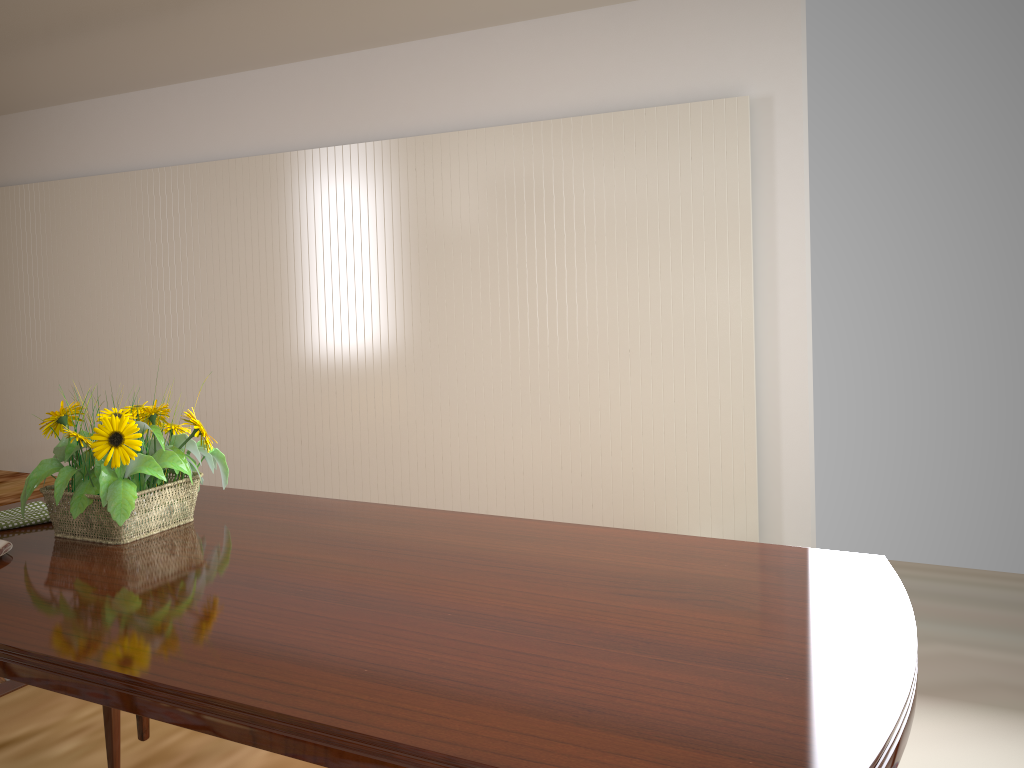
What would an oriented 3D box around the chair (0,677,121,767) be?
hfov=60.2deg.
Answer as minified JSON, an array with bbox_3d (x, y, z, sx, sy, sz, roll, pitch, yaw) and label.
[{"bbox_3d":[-1.041,0.443,1.699,0.459,0.743,0.406,0,3,27],"label":"chair"}]

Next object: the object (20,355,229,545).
[{"bbox_3d":[-0.676,0.122,1.581,0.299,0.336,0.320,0,4,19],"label":"object"}]

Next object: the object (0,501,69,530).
[{"bbox_3d":[-0.988,0.240,1.578,0.166,0.056,0.530,3,8,40],"label":"object"}]

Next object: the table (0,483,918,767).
[{"bbox_3d":[-0.308,0.552,1.332,1.678,0.556,0.738,1,6,27],"label":"table"}]
